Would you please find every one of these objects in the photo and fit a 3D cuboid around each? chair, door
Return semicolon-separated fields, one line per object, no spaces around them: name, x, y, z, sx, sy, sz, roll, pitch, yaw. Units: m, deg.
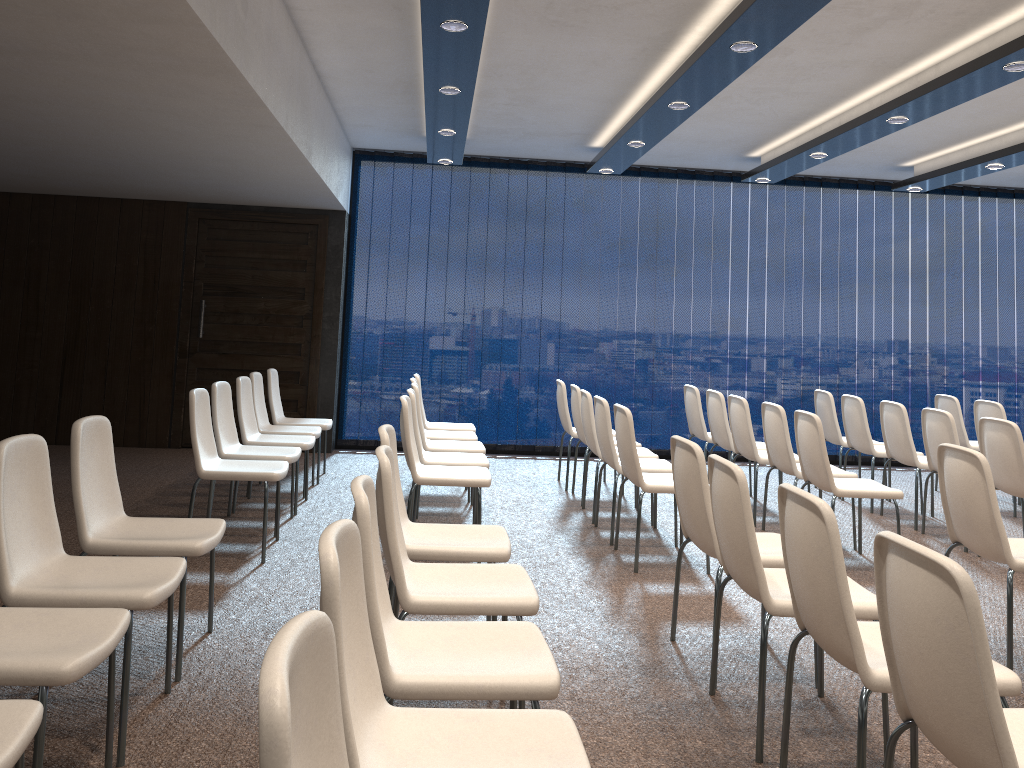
chair;0.940;0.682;3.617;0.557;0.911;0.527;3;-3;-7
chair;-1.366;0.631;2.817;0.557;0.911;0.527;3;-3;-6
chair;0.874;0.584;5.178;0.557;0.911;0.527;3;-3;-5
chair;1.856;0.511;7.062;0.557;0.911;0.527;3;-3;-6
chair;-1.688;0.409;6.215;0.557;0.911;0.527;3;-3;-5
chair;-1.649;0.448;5.611;0.557;0.911;0.527;3;-3;-3
chair;0.810;0.543;5.785;0.557;0.911;0.527;3;-3;-5
chair;3.223;0.672;5.403;0.557;0.911;0.527;3;-3;-6
chair;4.194;0.597;7.302;0.557;0.911;0.527;3;-3;-6
chair;-0.167;0.715;2.301;0.557;0.911;0.527;3;-3;-6
chair;0.730;0.467;6.983;0.557;0.911;0.527;3;-3;-4
chair;1.792;0.470;7.674;0.557;0.911;0.527;3;-3;-6
chair;1.050;0.758;2.462;0.557;0.911;0.527;3;-3;-3
chair;-0.588;0.377;7.514;0.557;0.911;0.527;3;-3;-5
chair;3.143;0.631;6.011;0.557;0.911;0.527;3;-3;-5
chair;-1.430;0.591;3.429;0.557;0.911;0.527;3;-3;-6
chair;-1.799;0.333;7.375;0.557;0.911;0.527;3;-3;-6
chair;0.762;0.506;6.368;0.557;0.911;0.527;3;-3;-3
chair;-1.570;0.488;5.000;0.557;0.911;0.527;3;-3;-6
chair;3.104;0.592;6.620;0.557;0.911;0.527;3;-3;-4
chair;-0.548;0.416;6.906;0.557;0.911;0.527;3;-3;-5
chair;-0.120;0.752;1.729;0.557;0.911;0.527;3;-3;-3
chair;-0.427;0.496;5.682;0.557;0.911;0.527;3;-3;-6
chair;-0.469;0.456;6.300;0.557;0.911;0.527;3;-3;-6
chair;-0.056;0.792;1.123;0.558;0.911;0.527;3;-3;-3
chair;-1.323;0.667;2.266;0.557;0.911;0.527;3;-3;-5
chair;-1.240;0.708;1.652;0.557;0.911;0.527;3;-3;-6
chair;-0.283;0.634;3.541;0.557;0.911;0.527;3;-3;-3
chair;3.023;0.553;7.202;0.557;0.911;0.527;3;-3;-4
chair;0.969;0.718;3.044;0.557;0.911;0.527;3;-3;-3
door;-2.633;-0.551;8.885;1.399;2.434;0.266;3;-5;-5
chair;1.981;0.587;5.901;0.557;0.911;0.527;3;-3;-5
chair;1.089;0.797;1.852;0.557;0.911;0.527;3;-3;-4
chair;1.899;0.546;6.511;0.557;0.911;0.527;3;-3;-5
chair;-0.397;0.533;5.107;0.557;0.911;0.527;3;-3;-3
chair;2.013;0.625;5.303;0.557;0.911;0.527;3;-3;-3
chair;4.154;0.558;7.914;0.557;0.911;0.527;3;-3;-3
chair;2.155;0.727;3.746;0.558;0.911;0.527;3;-3;-3
chair;2.993;0.516;7.783;0.557;0.911;0.527;3;-3;-3
chair;0.647;0.425;7.601;0.557;0.911;0.527;3;-3;-4
chair;-0.199;0.676;2.919;0.557;0.911;0.527;3;-3;-6
chair;-1.769;0.370;6.797;0.557;0.911;0.527;3;-3;-5

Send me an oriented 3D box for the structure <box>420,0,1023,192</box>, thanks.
structure;6.056;-1.798;5.257;13.133;0.232;8.044;2;4;-5
